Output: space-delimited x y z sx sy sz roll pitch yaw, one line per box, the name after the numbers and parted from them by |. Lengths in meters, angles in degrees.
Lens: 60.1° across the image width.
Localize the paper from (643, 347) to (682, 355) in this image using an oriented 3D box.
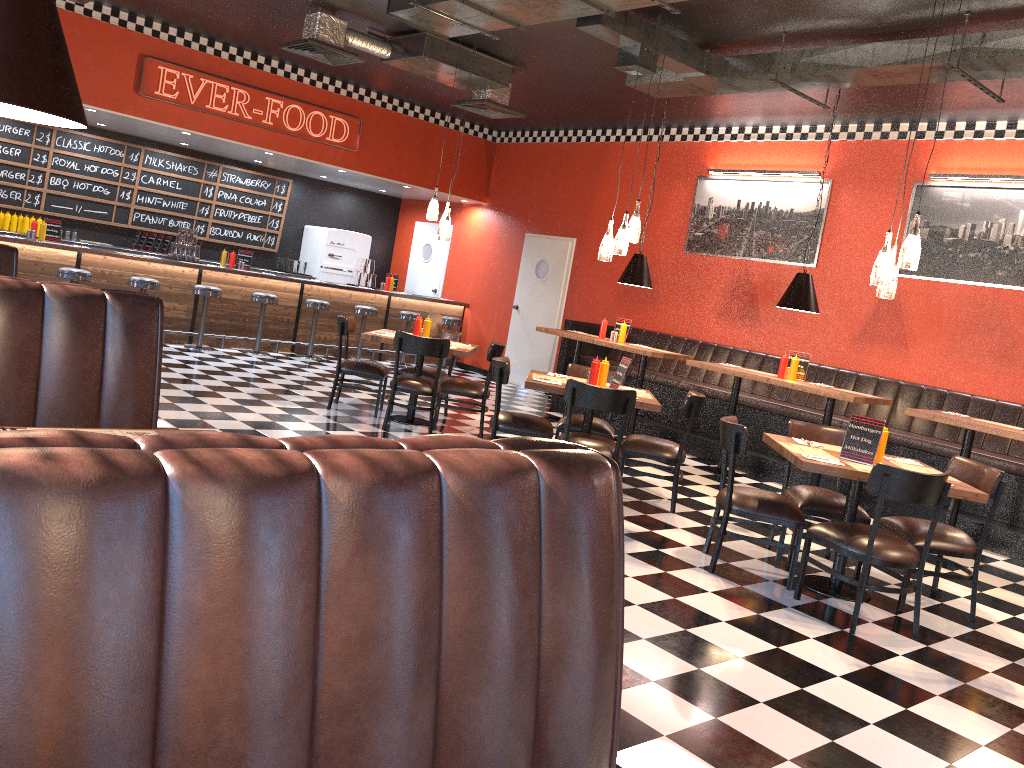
1.553 -0.350 9.267 0.260 0.001 0.367 4 8 -39 | paper

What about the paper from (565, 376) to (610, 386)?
0.599 -0.023 6.982 0.365 0.001 0.262 10 6 1 | paper

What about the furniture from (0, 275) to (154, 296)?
-2.357 0.098 3.230 1.705 1.150 0.710 5 7 -42 | furniture

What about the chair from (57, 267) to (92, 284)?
-4.862 -0.887 9.759 0.349 0.772 0.349 10 4 8 | chair

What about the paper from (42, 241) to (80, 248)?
-5.090 -1.575 9.981 0.364 0.001 0.262 4 8 -41 | paper

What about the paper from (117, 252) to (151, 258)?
-4.507 -1.538 10.536 0.364 0.001 0.262 4 8 -41 | paper

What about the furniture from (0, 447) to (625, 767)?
-0.345 0.707 0.934 1.705 1.150 0.710 5 7 -42 | furniture

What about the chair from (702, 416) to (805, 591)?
1.419 0.668 5.201 0.545 0.865 0.487 10 5 7 | chair

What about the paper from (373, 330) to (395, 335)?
-1.151 -0.468 8.238 0.261 0.001 0.366 10 6 3 | paper

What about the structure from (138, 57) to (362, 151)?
-3.136 -3.416 10.979 2.869 0.437 0.122 4 7 -42 | structure

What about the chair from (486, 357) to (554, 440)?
0.048 0.267 6.648 0.544 0.865 0.488 10 5 0 | chair

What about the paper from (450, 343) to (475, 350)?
-0.492 -0.351 8.208 0.261 0.001 0.366 10 6 3 | paper

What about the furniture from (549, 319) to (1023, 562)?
3.793 0.640 7.769 1.101 1.146 8.808 5 8 -42 | furniture

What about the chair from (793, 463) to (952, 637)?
1.902 0.815 4.641 0.485 0.865 0.547 8 5 -19 | chair

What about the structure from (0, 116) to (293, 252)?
-5.253 -2.743 12.364 4.533 1.143 0.201 4 7 -42 | structure

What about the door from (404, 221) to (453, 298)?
-1.486 -1.578 14.640 0.161 2.172 1.032 6 6 -42 | door

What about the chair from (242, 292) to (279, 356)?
-3.192 -0.771 11.263 0.348 0.772 0.349 10 4 3 | chair

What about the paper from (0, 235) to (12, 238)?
-5.581 -1.606 9.519 0.364 0.001 0.262 4 8 -41 | paper

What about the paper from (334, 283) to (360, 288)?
-2.322 -1.388 12.517 0.364 0.001 0.262 4 8 -41 | paper

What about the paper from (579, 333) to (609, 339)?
0.934 -0.538 9.984 0.260 0.001 0.367 4 8 -39 | paper

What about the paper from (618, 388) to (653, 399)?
0.915 0.069 6.652 0.261 0.001 0.366 10 6 4 | paper

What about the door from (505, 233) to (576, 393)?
0.341 -1.025 12.556 0.161 2.172 1.032 6 6 -42 | door

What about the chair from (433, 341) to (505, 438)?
-0.401 0.011 8.210 0.544 0.865 0.488 10 5 -2 | chair

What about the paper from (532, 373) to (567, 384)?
0.283 -0.041 6.666 0.261 0.001 0.367 10 6 1 | paper

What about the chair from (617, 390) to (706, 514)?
1.091 0.454 6.585 0.545 0.865 0.487 11 5 12 | chair

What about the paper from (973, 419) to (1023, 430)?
3.754 0.311 6.799 0.260 0.001 0.367 4 8 -39 | paper

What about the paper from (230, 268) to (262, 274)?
-3.424 -1.460 11.484 0.364 0.001 0.262 4 8 -41 | paper

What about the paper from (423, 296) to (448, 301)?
-1.169 -1.308 13.546 0.364 0.001 0.262 6 8 -31 | paper

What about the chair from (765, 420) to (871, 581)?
1.965 0.712 5.637 0.486 0.865 0.546 10 5 -2 | chair

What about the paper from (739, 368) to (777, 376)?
2.351 -0.111 8.379 0.260 0.001 0.367 4 8 -39 | paper

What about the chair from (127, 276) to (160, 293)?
-4.305 -0.848 10.260 0.349 0.772 0.349 10 4 8 | chair

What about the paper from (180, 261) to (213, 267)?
-3.939 -1.497 11.029 0.364 0.001 0.262 4 8 -41 | paper

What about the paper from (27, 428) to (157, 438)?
-1.206 0.165 2.623 0.364 0.001 0.262 4 8 -40 | paper

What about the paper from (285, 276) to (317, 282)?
-2.842 -1.419 12.002 0.364 0.001 0.262 3 9 -46 | paper

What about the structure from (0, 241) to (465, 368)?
-3.386 -0.868 11.444 7.025 1.036 0.217 4 7 -42 | structure

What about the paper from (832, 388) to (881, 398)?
2.997 0.080 7.677 0.260 0.001 0.367 4 8 -39 | paper

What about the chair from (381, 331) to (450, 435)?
-0.841 -0.017 7.796 0.486 0.865 0.546 10 5 -3 | chair

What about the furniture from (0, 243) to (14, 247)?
-3.911 -0.372 5.003 1.705 1.150 0.710 5 7 -42 | furniture

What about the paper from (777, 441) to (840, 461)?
1.696 0.383 5.084 0.261 0.001 0.366 10 6 2 | paper

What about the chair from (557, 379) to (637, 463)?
0.545 0.409 6.149 0.486 0.865 0.546 10 5 3 | chair

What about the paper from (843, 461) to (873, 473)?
2.002 0.472 4.766 0.365 0.001 0.262 10 6 1 | paper

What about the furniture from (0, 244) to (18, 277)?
-3.452 -0.233 4.479 1.705 1.150 0.710 5 7 -42 | furniture

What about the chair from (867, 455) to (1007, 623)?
2.463 0.855 5.139 0.544 0.865 0.488 9 5 -5 | chair

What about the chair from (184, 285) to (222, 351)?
-3.749 -0.810 10.762 0.348 0.772 0.349 10 4 -2 | chair

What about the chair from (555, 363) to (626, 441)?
0.608 0.306 7.145 0.487 0.865 0.546 10 5 6 | chair

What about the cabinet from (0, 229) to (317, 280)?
-5.299 -1.368 12.309 5.273 0.996 0.679 4 7 -42 | cabinet

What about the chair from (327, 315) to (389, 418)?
-1.437 -0.183 8.348 0.544 0.865 0.488 10 5 -2 | chair

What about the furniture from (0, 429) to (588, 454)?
-0.804 0.568 1.458 1.705 1.150 0.710 5 7 -42 | furniture

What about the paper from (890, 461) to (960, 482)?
2.356 0.499 5.066 0.261 0.001 0.367 10 6 2 | paper

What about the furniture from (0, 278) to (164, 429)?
-1.898 0.237 2.707 1.705 1.150 0.710 5 7 -42 | furniture

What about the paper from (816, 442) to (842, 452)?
2.029 0.404 5.405 0.365 0.001 0.262 10 6 4 | paper

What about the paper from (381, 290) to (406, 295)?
-1.763 -1.349 13.011 0.364 0.001 0.262 4 9 -41 | paper
